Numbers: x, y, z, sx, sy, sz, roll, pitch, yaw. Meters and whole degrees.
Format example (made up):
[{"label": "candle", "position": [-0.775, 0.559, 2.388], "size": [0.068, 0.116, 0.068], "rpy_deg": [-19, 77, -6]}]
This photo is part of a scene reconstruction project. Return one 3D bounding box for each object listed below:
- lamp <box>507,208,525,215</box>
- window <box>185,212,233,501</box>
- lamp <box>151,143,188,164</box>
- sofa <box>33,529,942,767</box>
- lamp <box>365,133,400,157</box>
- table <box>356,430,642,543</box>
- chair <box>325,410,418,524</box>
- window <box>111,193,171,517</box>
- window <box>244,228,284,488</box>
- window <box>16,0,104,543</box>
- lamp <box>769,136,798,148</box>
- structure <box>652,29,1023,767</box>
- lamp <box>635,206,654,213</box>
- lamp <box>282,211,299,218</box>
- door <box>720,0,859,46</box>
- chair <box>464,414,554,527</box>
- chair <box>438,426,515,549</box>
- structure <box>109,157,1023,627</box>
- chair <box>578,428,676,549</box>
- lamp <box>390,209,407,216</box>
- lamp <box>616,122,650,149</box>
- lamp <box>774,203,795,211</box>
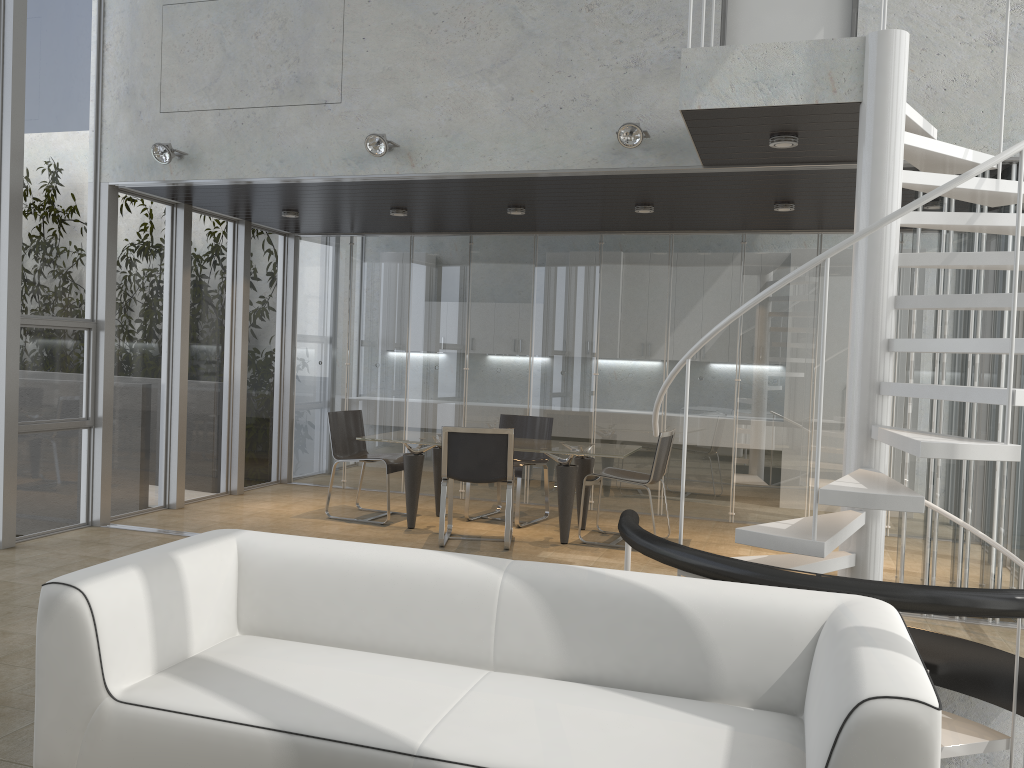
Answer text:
[{"label": "lamp", "position": [0.036, -1.444, 7.410], "size": [0.149, 0.038, 0.149], "rpy_deg": [3, 2, 32]}, {"label": "window", "position": [-2.886, -0.251, 8.341], "size": [0.010, 2.645, 0.741], "rpy_deg": [3, 2, 17]}, {"label": "lamp", "position": [-2.555, -1.701, 6.574], "size": [0.197, 0.154, 0.228], "rpy_deg": [3, 2, 17]}, {"label": "sofa", "position": [-0.127, 0.961, 2.850], "size": [2.601, 0.638, 0.971], "rpy_deg": [3, 2, 17]}, {"label": "lamp", "position": [-0.898, -1.625, 6.078], "size": [0.197, 0.154, 0.254], "rpy_deg": [3, 2, 17]}, {"label": "table", "position": [-0.107, 0.854, 7.495], "size": [2.250, 0.733, 0.900], "rpy_deg": [3, 2, 17]}, {"label": "chair", "position": [-1.235, 0.715, 7.833], "size": [0.660, 0.922, 0.546], "rpy_deg": [3, 2, 22]}, {"label": "window", "position": [-3.155, -0.236, 7.468], "size": [0.010, 2.645, 0.741], "rpy_deg": [3, 2, 17]}, {"label": "window", "position": [-2.617, -0.265, 9.214], "size": [0.010, 2.645, 0.741], "rpy_deg": [3, 2, 17]}, {"label": "window", "position": [-3.354, -1.719, 6.548], "size": [0.050, 5.700, 0.800], "rpy_deg": [3, 2, 17]}, {"label": "lamp", "position": [1.479, -1.318, 4.825], "size": [0.149, 0.038, 0.149], "rpy_deg": [3, 2, 32]}, {"label": "structure", "position": [0.046, 0.820, 6.219], "size": [6.700, 6.900, 4.916], "rpy_deg": [3, 2, 17]}, {"label": "lamp", "position": [1.059, -1.397, 7.096], "size": [0.149, 0.038, 0.149], "rpy_deg": [3, 2, 32]}, {"label": "lamp", "position": [-2.010, -1.538, 8.039], "size": [0.149, 0.038, 0.149], "rpy_deg": [3, 2, 32]}, {"label": "door", "position": [1.715, -2.700, 5.445], "size": [0.800, 2.100, 0.100], "rpy_deg": [3, 2, 17]}, {"label": "chair", "position": [-0.016, 0.757, 7.946], "size": [0.546, 0.922, 0.660], "rpy_deg": [3, 2, 27]}, {"label": "chair", "position": [-0.259, 0.777, 6.936], "size": [0.546, 0.922, 0.660], "rpy_deg": [2, 2, 2]}, {"label": "structure", "position": [-2.033, -2.056, 3.997], "size": [9.817, 6.605, 10.665], "rpy_deg": [3, 2, 16]}, {"label": "chair", "position": [0.944, 0.816, 7.158], "size": [0.660, 0.922, 0.546], "rpy_deg": [3, 2, 22]}, {"label": "lamp", "position": [-0.987, -1.491, 7.725], "size": [0.149, 0.038, 0.149], "rpy_deg": [3, 2, 32]}, {"label": "lamp", "position": [0.755, -1.549, 5.569], "size": [0.197, 0.154, 0.254], "rpy_deg": [3, 2, 17]}, {"label": "lamp", "position": [2.082, -1.350, 6.781], "size": [0.149, 0.038, 0.149], "rpy_deg": [3, 2, 32]}]
